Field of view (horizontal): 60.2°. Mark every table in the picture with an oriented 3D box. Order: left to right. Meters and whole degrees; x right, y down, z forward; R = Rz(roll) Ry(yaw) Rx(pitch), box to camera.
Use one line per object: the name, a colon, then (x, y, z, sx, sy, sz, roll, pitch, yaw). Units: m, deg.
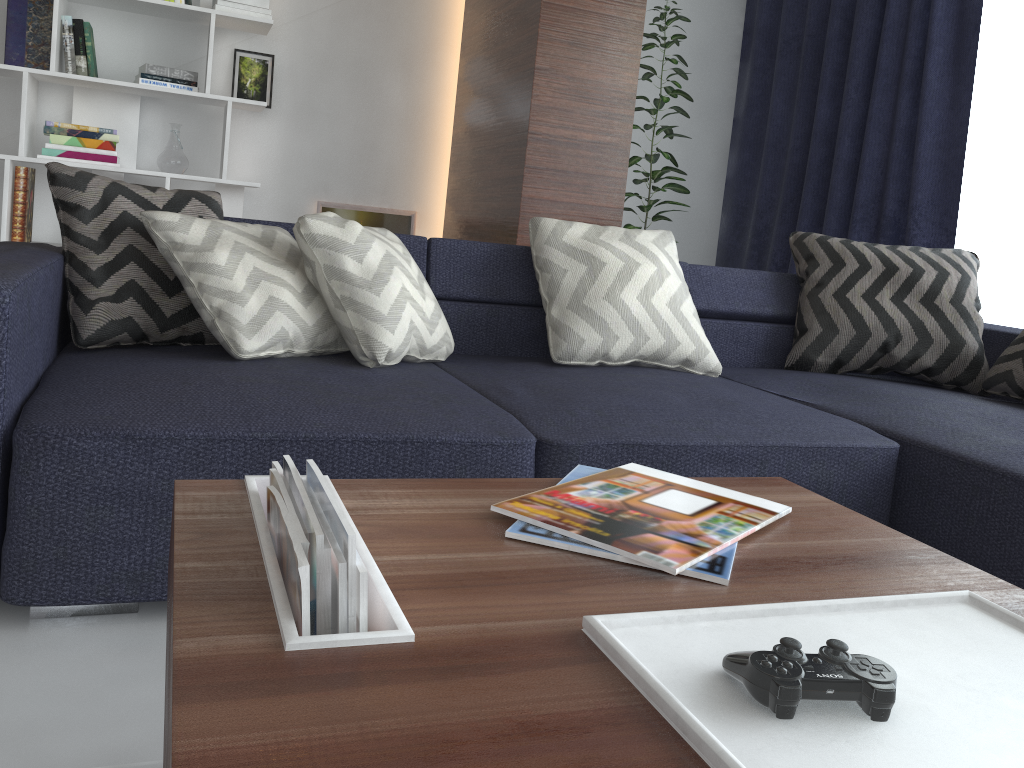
table: (0.130, 0.356, 0.745, 0.799, 0.349, 0.815, 2, 10, -21)

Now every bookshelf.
bookshelf: (-1.692, -1.107, 3.860, 1.148, 1.805, 0.303, 4, 5, -21)

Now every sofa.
sofa: (0.417, 0.078, 1.791, 2.867, 0.603, 1.923, 2, 10, -21)

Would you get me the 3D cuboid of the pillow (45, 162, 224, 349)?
pillow: (-0.813, -0.284, 2.004, 0.223, 0.382, 0.416, 11, 9, 38)

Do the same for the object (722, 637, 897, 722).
object: (0.211, 0.199, 0.615, 0.112, 0.036, 0.071, 5, 9, -8)

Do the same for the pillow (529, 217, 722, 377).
pillow: (0.298, -0.244, 2.424, 0.494, 0.385, 0.346, 3, 8, -21)

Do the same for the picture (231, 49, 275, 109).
picture: (-1.215, -1.431, 4.141, 0.181, 0.254, 0.059, 3, 6, -21)

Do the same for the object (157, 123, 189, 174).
object: (-1.494, -1.038, 3.902, 0.132, 0.218, 0.134, 4, 6, -16)

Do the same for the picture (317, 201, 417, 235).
picture: (-0.745, -0.541, 4.424, 0.499, 0.693, 0.084, 3, 5, -21)

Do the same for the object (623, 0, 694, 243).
object: (0.663, -0.950, 4.285, 0.507, 1.830, 0.483, 10, 6, 37)

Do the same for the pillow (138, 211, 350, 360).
pillow: (-0.573, -0.221, 1.996, 0.332, 0.292, 0.417, 10, 9, 30)

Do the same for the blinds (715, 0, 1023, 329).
blinds: (0.001, -0.902, 0.900, 5.788, 2.747, 7.224, 3, 10, -18)

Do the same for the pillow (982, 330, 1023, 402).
pillow: (1.501, -0.091, 2.306, 0.286, 0.341, 0.420, 4, 8, -16)

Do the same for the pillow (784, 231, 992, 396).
pillow: (1.161, -0.194, 2.760, 0.599, 0.514, 0.358, 7, 6, 9)

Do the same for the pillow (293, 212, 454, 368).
pillow: (-0.318, -0.225, 2.122, 0.281, 0.348, 0.420, 9, 8, 21)
